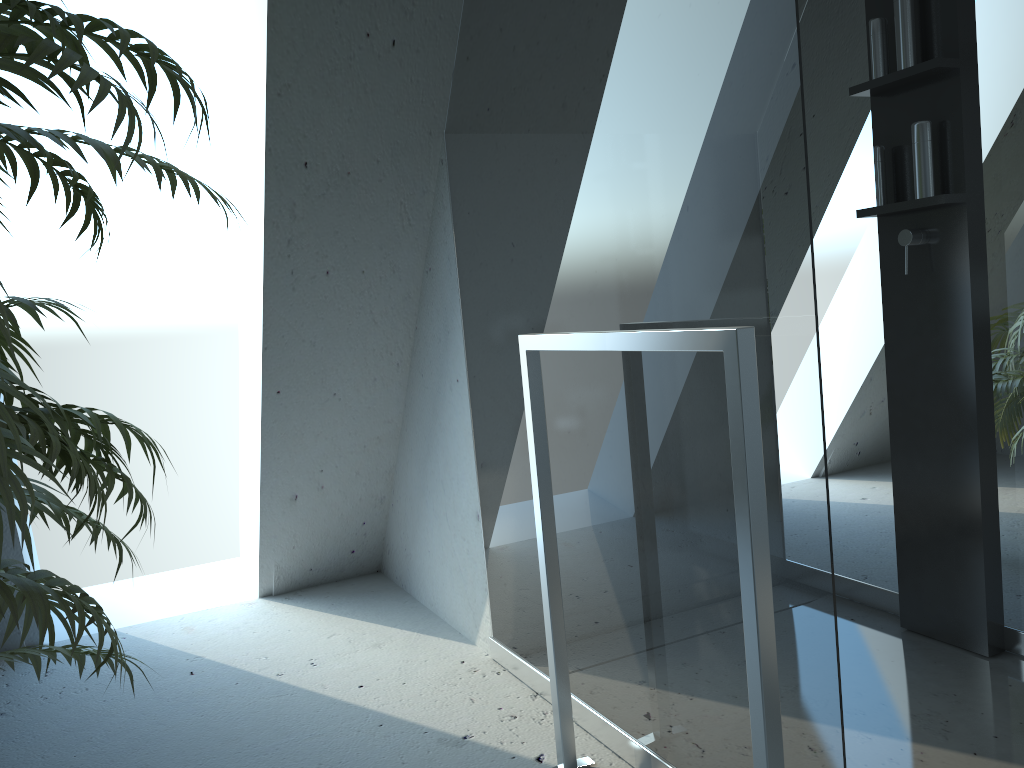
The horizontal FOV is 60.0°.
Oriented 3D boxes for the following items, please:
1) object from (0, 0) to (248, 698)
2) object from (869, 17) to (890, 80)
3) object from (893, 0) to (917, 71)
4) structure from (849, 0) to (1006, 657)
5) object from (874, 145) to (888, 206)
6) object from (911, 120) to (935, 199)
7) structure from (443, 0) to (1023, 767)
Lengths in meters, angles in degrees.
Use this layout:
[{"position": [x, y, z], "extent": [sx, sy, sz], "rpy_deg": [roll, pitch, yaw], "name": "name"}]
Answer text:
[{"position": [-0.841, -0.115, 1.000], "extent": [1.020, 2.034, 0.980], "rpy_deg": [-3, 5, 23], "name": "object"}, {"position": [0.872, -0.793, 2.103], "extent": [0.043, 0.144, 0.023], "rpy_deg": [-5, 5, 1], "name": "object"}, {"position": [0.899, -0.826, 2.030], "extent": [0.043, 0.215, 0.043], "rpy_deg": [-9, 6, -40], "name": "object"}, {"position": [0.750, -0.317, 2.002], "extent": [0.612, 1.978, 0.250], "rpy_deg": [-8, 5, -25], "name": "structure"}, {"position": [0.892, -0.503, 2.145], "extent": [0.023, 0.144, 0.043], "rpy_deg": [-2, 6, 31], "name": "object"}, {"position": [0.943, -0.514, 2.034], "extent": [0.043, 0.175, 0.023], "rpy_deg": [-2, 6, 34], "name": "object"}, {"position": [0.628, -0.341, 1.608], "extent": [1.184, 2.114, 1.835], "rpy_deg": [-8, 5, -25], "name": "structure"}]
